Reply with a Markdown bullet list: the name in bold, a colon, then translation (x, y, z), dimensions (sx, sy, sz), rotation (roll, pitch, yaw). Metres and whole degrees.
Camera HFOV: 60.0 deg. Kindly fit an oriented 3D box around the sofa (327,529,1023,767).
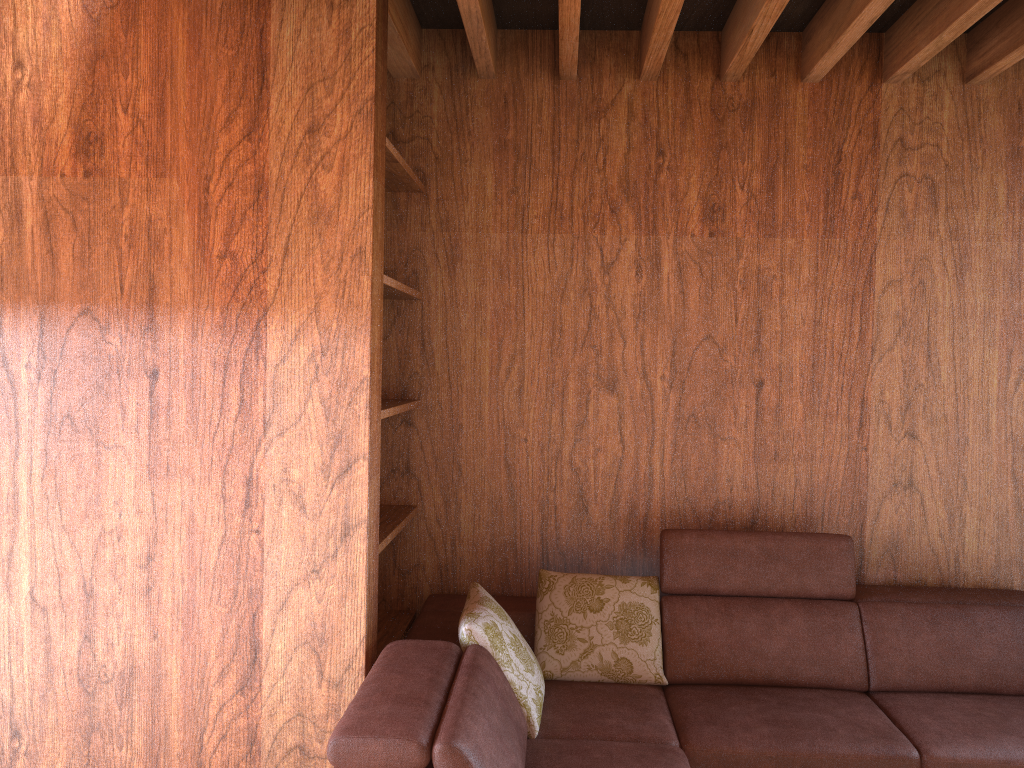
- **sofa**: translation (0.898, 0.890, 2.283), dimensions (2.503, 0.760, 1.700), rotation (1, 2, 2)
